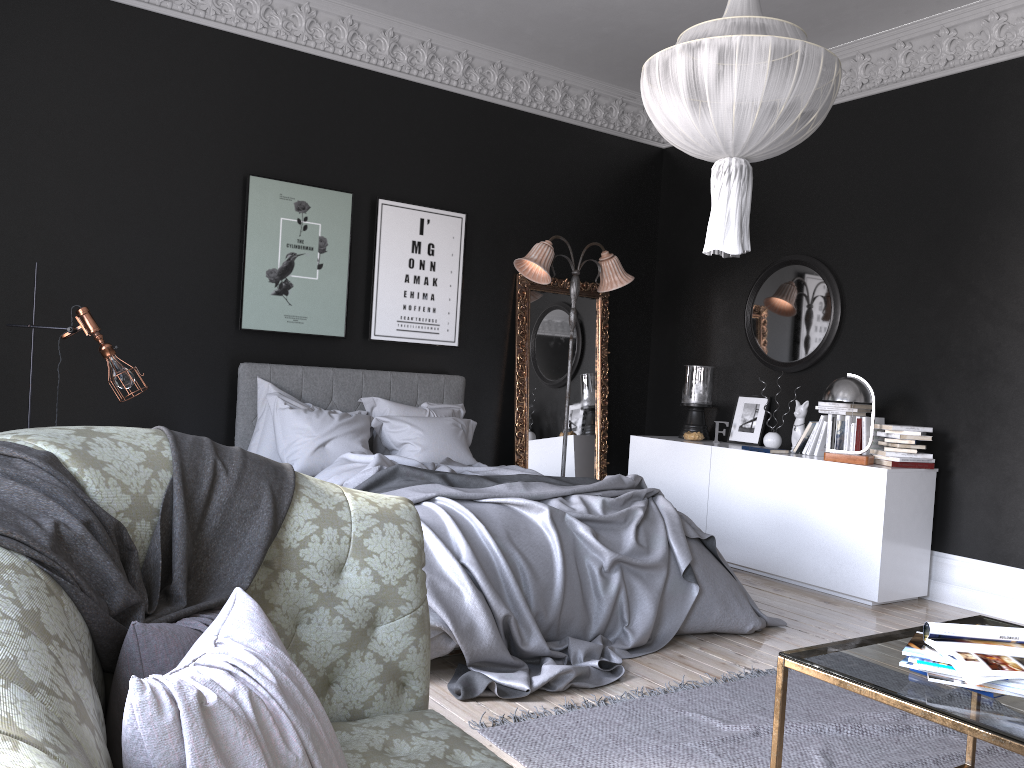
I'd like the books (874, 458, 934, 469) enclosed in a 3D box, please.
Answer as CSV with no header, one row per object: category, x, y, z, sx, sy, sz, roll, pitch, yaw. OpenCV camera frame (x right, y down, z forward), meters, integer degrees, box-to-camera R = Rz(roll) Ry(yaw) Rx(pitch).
books,2.580,0.524,5.850,0.295,0.038,0.234,4,0,-7

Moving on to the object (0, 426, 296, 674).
object,-0.861,0.397,1.864,0.517,0.585,1.367,4,1,15

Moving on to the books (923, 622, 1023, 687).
books,1.293,0.719,2.319,0.322,0.109,0.273,4,1,1

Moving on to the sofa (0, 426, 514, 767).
sofa,-0.258,0.727,1.132,1.607,1.161,2.810,3,1,-33

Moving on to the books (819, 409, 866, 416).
books,2.342,0.204,6.286,0.195,0.026,0.258,3,0,-24

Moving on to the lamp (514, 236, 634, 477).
lamp,0.440,0.073,6.951,0.986,2.412,0.772,4,1,-1

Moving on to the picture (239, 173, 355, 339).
picture,-1.518,-0.889,6.308,0.792,1.079,0.014,3,2,-34

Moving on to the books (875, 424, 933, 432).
books,2.582,0.291,5.880,0.306,0.030,0.220,3,0,-14

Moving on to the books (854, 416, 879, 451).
books,2.456,0.381,6.152,0.221,0.307,0.030,3,2,-34

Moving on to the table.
table,1.605,1.105,2.268,1.093,0.558,1.447,3,1,-34

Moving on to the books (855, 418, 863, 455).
books,2.454,0.387,6.109,0.235,0.295,0.038,3,2,-34

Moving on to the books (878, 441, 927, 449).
books,2.592,0.405,5.902,0.193,0.030,0.289,4,0,-3

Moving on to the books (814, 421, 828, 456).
books,2.274,0.393,6.374,0.195,0.256,0.091,3,2,-34

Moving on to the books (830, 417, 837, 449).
books,2.322,0.380,6.259,0.193,0.289,0.030,3,2,-34

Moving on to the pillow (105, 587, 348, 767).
pillow,-0.501,0.599,1.585,0.405,0.462,0.963,3,1,-26

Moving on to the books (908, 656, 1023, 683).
books,1.243,0.739,2.373,0.318,0.011,0.252,4,0,28

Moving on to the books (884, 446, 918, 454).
books,2.587,0.434,5.893,0.203,0.029,0.268,4,0,26

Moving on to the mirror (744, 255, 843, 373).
mirror,2.178,-0.550,6.952,0.061,0.925,0.923,3,1,-34

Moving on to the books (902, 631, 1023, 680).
books,1.240,0.728,2.380,0.318,0.011,0.252,4,0,33

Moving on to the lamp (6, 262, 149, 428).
lamp,-2.942,0.196,4.985,1.718,1.780,0.437,4,1,4

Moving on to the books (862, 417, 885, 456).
books,2.476,0.383,6.072,0.220,0.308,0.050,3,2,-34

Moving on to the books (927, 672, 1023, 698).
books,1.267,0.773,2.337,0.318,0.011,0.252,4,0,23

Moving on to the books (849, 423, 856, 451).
books,2.417,0.402,6.162,0.195,0.259,0.026,3,2,-34

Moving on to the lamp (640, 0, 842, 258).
lamp,0.933,-1.537,3.578,0.782,2.050,0.783,4,1,10

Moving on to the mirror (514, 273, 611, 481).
mirror,0.445,0.185,7.604,0.992,2.193,0.254,3,2,-34

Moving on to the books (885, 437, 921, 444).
books,2.592,0.375,5.886,0.193,0.030,0.289,4,0,30

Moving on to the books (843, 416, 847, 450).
books,2.409,0.378,6.222,0.221,0.307,0.030,3,2,-34

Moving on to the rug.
rug,1.687,1.376,2.398,2.106,0.050,3.642,3,0,-33

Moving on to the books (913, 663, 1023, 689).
books,1.247,0.750,2.355,0.318,0.011,0.252,4,0,28

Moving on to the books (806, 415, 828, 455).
books,2.256,0.371,6.399,0.220,0.296,0.126,3,2,-34

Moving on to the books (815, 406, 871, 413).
books,2.346,0.179,6.279,0.220,0.024,0.307,3,1,-44

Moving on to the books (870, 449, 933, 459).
books,2.579,0.463,5.886,0.318,0.031,0.229,4,0,-4

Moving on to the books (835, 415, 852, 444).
books,2.357,0.374,6.249,0.220,0.307,0.024,3,2,-34

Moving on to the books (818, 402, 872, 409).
books,2.369,0.153,6.294,0.220,0.030,0.306,3,0,-24

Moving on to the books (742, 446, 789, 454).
books,1.846,0.479,6.460,0.193,0.030,0.289,3,0,-28

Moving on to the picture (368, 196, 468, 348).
picture,-0.715,-0.843,6.851,0.792,1.079,0.014,3,2,-34

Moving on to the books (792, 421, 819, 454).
books,2.180,0.391,6.458,0.203,0.246,0.158,3,1,-34

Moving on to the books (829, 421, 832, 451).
books,2.326,0.396,6.297,0.195,0.259,0.026,3,2,-34

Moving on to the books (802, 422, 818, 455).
books,2.229,0.396,6.441,0.195,0.245,0.132,3,1,-34

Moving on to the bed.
bed,-0.406,0.595,5.282,3.281,1.299,2.766,4,1,45

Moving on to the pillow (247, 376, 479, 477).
pillow,-0.966,0.368,6.231,1.831,0.760,0.679,3,1,-34

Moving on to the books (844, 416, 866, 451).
books,2.401,0.377,6.184,0.220,0.307,0.024,3,2,-34

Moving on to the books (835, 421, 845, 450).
books,2.338,0.393,6.206,0.204,0.270,0.029,3,2,-34

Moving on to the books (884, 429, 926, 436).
books,2.618,0.319,5.897,0.220,0.024,0.307,4,0,31

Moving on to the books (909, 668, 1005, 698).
books,1.225,0.787,2.389,0.162,0.023,0.231,3,0,-33

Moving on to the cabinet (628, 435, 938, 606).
cabinet,1.880,0.936,6.689,0.570,0.883,2.394,3,1,-34

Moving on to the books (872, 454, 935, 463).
books,2.586,0.493,5.860,0.319,0.025,0.228,3,0,-24

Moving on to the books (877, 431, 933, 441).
books,2.601,0.345,5.884,0.220,0.030,0.306,4,0,-4

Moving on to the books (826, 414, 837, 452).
books,2.331,0.372,6.338,0.221,0.307,0.030,3,2,-34

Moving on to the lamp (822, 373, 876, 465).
lamp,2.237,0.226,5.905,0.340,0.591,0.328,4,2,36

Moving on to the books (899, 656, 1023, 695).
books,1.236,0.760,2.367,0.318,0.011,0.252,4,0,38
